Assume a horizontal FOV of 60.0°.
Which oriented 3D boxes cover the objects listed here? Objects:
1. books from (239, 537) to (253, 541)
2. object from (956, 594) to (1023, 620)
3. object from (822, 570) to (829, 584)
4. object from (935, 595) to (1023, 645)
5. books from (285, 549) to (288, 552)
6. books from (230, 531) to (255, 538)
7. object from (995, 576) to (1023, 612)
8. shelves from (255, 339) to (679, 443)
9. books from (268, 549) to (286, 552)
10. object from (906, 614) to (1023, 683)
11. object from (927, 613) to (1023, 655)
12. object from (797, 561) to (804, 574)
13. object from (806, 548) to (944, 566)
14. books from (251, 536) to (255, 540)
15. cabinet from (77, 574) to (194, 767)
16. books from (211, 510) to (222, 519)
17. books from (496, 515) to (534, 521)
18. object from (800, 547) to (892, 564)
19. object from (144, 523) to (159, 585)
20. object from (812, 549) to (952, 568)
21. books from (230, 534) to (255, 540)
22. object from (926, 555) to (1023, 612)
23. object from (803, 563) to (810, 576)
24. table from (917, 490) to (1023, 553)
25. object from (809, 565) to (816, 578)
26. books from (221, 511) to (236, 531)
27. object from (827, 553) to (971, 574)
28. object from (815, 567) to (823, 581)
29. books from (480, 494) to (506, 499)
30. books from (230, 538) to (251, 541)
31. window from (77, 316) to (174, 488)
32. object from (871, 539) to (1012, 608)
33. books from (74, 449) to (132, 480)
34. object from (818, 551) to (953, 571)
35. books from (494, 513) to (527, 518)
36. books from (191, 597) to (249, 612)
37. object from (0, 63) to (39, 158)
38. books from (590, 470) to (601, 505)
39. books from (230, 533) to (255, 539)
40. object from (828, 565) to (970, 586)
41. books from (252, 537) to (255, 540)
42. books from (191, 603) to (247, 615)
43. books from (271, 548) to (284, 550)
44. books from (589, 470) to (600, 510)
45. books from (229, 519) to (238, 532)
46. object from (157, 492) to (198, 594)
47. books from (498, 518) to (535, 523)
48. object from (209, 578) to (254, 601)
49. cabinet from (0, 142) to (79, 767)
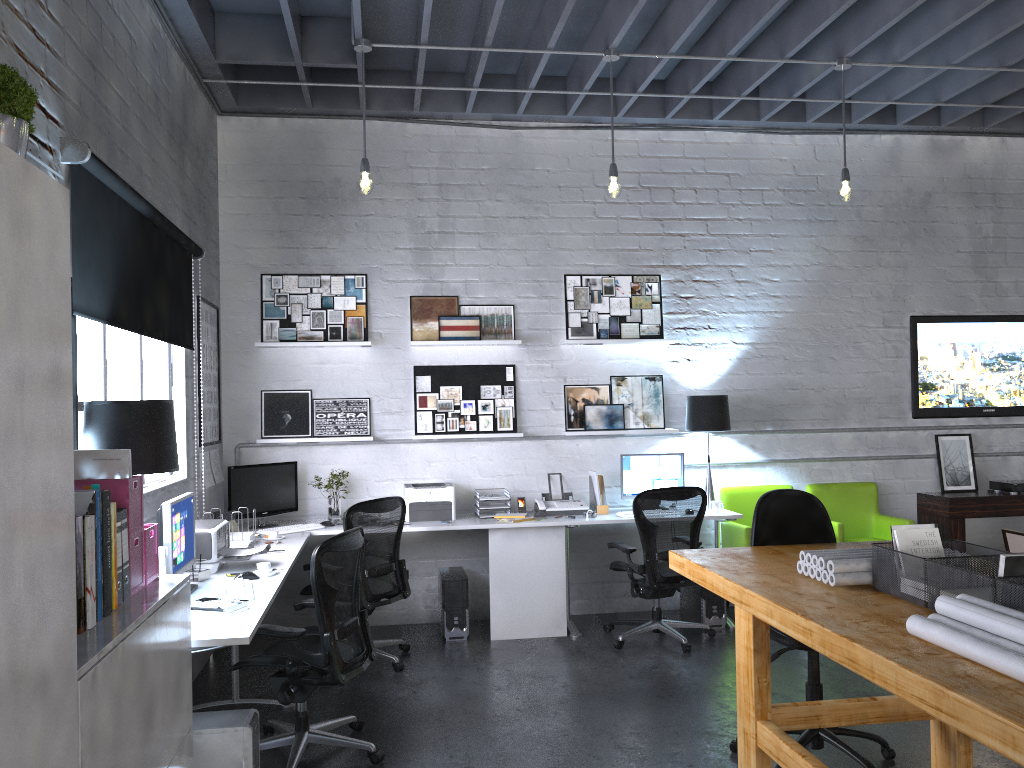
[{"bbox_3d":[-1.680,0.910,5.207,0.297,0.006,0.210,-1,-1,-9],"label":"books"},{"bbox_3d":[1.285,0.596,2.120,0.057,0.057,0.635,-1,-1,-8],"label":"object"},{"bbox_3d":[1.340,0.663,3.108,0.519,0.047,0.047,-1,-1,-8],"label":"object"},{"bbox_3d":[1.228,0.597,2.111,0.057,0.057,0.635,-1,-1,-8],"label":"object"},{"bbox_3d":[-1.302,0.929,4.924,0.112,0.002,0.065,0,-2,-31],"label":"books"},{"bbox_3d":[-1.678,0.889,5.212,0.297,0.006,0.210,-1,-1,-8],"label":"books"},{"bbox_3d":[1.482,0.595,2.273,0.316,0.156,0.306,-1,-1,-8],"label":"object"},{"bbox_3d":[-0.283,0.040,6.420,3.023,0.694,0.199,-1,0,-8],"label":"shelves"},{"bbox_3d":[-1.312,0.923,4.904,0.112,0.001,0.066,-1,-1,-22],"label":"books"},{"bbox_3d":[1.144,0.647,2.099,0.057,0.058,0.635,-1,-1,-8],"label":"object"},{"bbox_3d":[1.201,0.646,2.107,0.058,0.057,0.635,-1,-1,-8],"label":"object"},{"bbox_3d":[1.313,0.668,3.292,0.519,0.047,0.047,-1,-1,-8],"label":"object"},{"bbox_3d":[1.323,0.626,3.223,0.519,0.047,0.046,-1,-1,-8],"label":"object"},{"bbox_3d":[-1.678,0.915,5.212,0.297,0.006,0.210,-1,-1,-8],"label":"books"},{"bbox_3d":[-1.231,1.146,2.418,0.465,1.021,1.152,-1,-1,-8],"label":"cabinet"},{"bbox_3d":[-1.830,0.851,5.544,0.052,0.109,0.133,-1,-1,7],"label":"books"},{"bbox_3d":[0.018,0.912,6.049,0.211,0.014,0.148,0,-2,-34],"label":"books"},{"bbox_3d":[1.316,0.627,3.269,0.519,0.047,0.046,-1,-1,-8],"label":"object"},{"bbox_3d":[-1.287,0.559,2.901,0.214,0.177,0.161,-1,-1,-8],"label":"object"},{"bbox_3d":[1.329,0.625,3.177,0.519,0.047,0.046,-1,-1,-8],"label":"object"},{"bbox_3d":[-1.676,0.899,5.208,0.297,0.006,0.210,-1,-1,-6],"label":"books"},{"bbox_3d":[1.437,0.603,2.577,0.316,0.156,0.306,-1,-1,-8],"label":"object"},{"bbox_3d":[1.320,0.666,3.245,0.519,0.047,0.047,-1,-1,-8],"label":"object"},{"bbox_3d":[3.937,1.252,6.921,1.410,0.819,0.404,-1,-1,-8],"label":"table"},{"bbox_3d":[1.327,0.666,3.200,0.519,0.047,0.047,-1,-1,-8],"label":"object"},{"bbox_3d":[-1.760,0.858,5.521,0.017,0.121,0.184,-1,-1,7],"label":"books"},{"bbox_3d":[1.344,0.622,3.076,0.519,0.047,0.046,-1,-1,-10],"label":"object"},{"bbox_3d":[1.333,0.664,3.153,0.519,0.047,0.047,-1,-1,-8],"label":"object"},{"bbox_3d":[-0.145,0.805,6.358,0.134,0.008,0.203,0,-2,-25],"label":"books"},{"bbox_3d":[-1.677,0.904,5.208,0.297,0.006,0.210,-1,-1,-8],"label":"books"},{"bbox_3d":[-1.834,-0.096,4.189,0.030,1.219,1.822,-1,-1,-8],"label":"window"},{"bbox_3d":[1.393,0.611,2.882,0.316,0.156,0.306,-1,-1,-8],"label":"object"},{"bbox_3d":[-1.260,0.332,2.709,0.192,0.267,0.060,-1,0,-8],"label":"books"},{"bbox_3d":[1.336,0.623,3.131,0.519,0.047,0.046,-1,-1,-8],"label":"object"},{"bbox_3d":[-0.008,0.898,6.042,0.211,0.014,0.148,-1,-1,6],"label":"books"},{"bbox_3d":[-1.173,0.867,3.485,0.212,0.010,0.170,-2,-1,18],"label":"books"},{"bbox_3d":[-1.044,-0.530,1.785,0.169,0.240,0.171,-1,-1,-9],"label":"object"},{"bbox_3d":[0.610,0.780,6.440,0.043,0.296,0.210,-1,-1,-8],"label":"books"},{"bbox_3d":[-1.678,0.894,5.208,0.297,0.006,0.210,-1,-1,-9],"label":"books"},{"bbox_3d":[1.347,0.662,3.061,0.519,0.047,0.047,-1,-1,-8],"label":"object"},{"bbox_3d":[-1.678,0.920,5.212,0.297,0.006,0.210,-1,-1,-8],"label":"books"},{"bbox_3d":[-1.177,0.877,3.480,0.209,0.012,0.158,-1,-1,15],"label":"books"},{"bbox_3d":[-1.336,0.931,4.981,0.112,0.002,0.065,0,-2,-31],"label":"books"},{"bbox_3d":[0.602,0.781,6.434,0.036,0.296,0.210,-1,-1,-8],"label":"books"},{"bbox_3d":[-1.737,0.888,5.528,0.037,0.076,0.102,-1,-1,7],"label":"books"},{"bbox_3d":[-1.496,0.701,3.845,0.212,0.417,0.465,-1,-1,-8],"label":"object"},{"bbox_3d":[0.033,0.926,6.063,0.211,0.014,0.148,0,-2,-44],"label":"books"},{"bbox_3d":[-1.219,0.890,3.846,0.181,0.028,0.422,-1,-1,-18],"label":"object"},{"bbox_3d":[-0.994,0.604,1.410,0.291,2.047,0.873,-1,-1,-8],"label":"cabinet"}]
